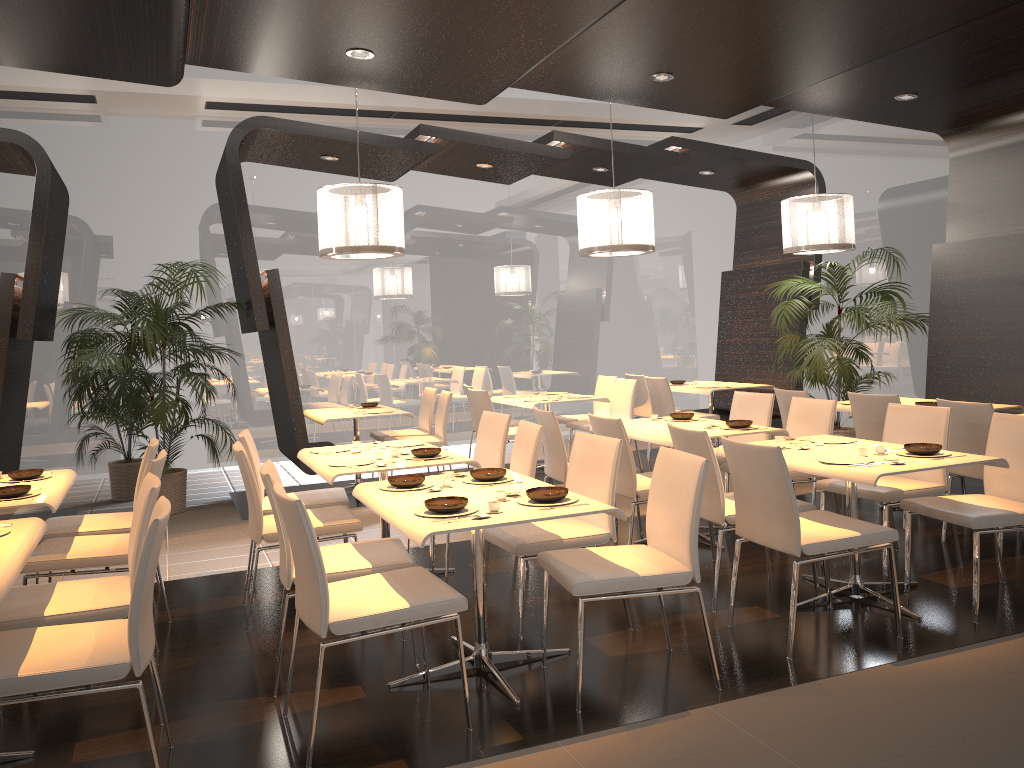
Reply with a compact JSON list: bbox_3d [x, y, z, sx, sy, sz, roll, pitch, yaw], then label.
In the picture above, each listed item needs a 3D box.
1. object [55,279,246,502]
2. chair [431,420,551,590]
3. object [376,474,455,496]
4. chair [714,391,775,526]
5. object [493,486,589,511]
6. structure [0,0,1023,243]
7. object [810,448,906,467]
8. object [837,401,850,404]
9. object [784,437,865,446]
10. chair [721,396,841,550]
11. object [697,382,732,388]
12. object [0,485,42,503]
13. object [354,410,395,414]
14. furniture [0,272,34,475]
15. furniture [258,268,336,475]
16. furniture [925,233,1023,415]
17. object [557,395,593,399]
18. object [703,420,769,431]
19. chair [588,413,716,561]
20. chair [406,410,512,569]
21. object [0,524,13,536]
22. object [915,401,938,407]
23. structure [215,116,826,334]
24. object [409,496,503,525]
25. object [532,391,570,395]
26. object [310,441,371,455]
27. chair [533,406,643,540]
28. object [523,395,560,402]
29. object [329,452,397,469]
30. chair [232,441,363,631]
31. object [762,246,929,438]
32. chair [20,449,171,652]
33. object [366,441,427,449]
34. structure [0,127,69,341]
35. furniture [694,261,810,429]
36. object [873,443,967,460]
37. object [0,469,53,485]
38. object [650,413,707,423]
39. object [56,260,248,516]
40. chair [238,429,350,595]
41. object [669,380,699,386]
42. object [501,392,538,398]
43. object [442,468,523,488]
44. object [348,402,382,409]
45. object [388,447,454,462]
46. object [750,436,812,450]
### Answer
[{"bbox_3d":[-3.493,0.018,8.209,1.559,2.062,1.507,-2,1,30],"label":"object"},{"bbox_3d":[-0.132,0.671,4.894,0.606,0.875,0.483,-3,0,-14],"label":"chair"},{"bbox_3d":[-0.428,0.433,3.898,0.304,0.044,0.365,-4,4,-23],"label":"object"},{"bbox_3d":[1.535,0.511,6.310,0.606,0.870,0.483,-3,0,-24],"label":"chair"},{"bbox_3d":[0.101,0.437,3.465,0.304,0.044,0.365,-4,4,-23],"label":"object"},{"bbox_3d":[-0.505,-1.188,4.375,10.674,1.738,2.900,-4,3,-22],"label":"structure"},{"bbox_3d":[1.606,0.338,4.069,0.335,0.038,0.377,-4,4,-28],"label":"object"},{"bbox_3d":[2.693,0.130,6.713,0.335,0.038,0.377,-4,4,-28],"label":"object"},{"bbox_3d":[1.662,0.293,4.771,0.335,0.038,0.376,-5,4,-33],"label":"object"},{"bbox_3d":[1.726,0.543,5.640,0.606,0.870,0.483,-3,0,-19],"label":"chair"},{"bbox_3d":[2.069,0.015,9.045,0.335,0.038,0.377,-4,4,-28],"label":"object"},{"bbox_3d":[-2.356,0.504,4.106,0.304,0.044,0.365,-4,4,-23],"label":"object"},{"bbox_3d":[-1.222,0.233,7.786,0.335,0.038,0.376,-5,4,-33],"label":"object"},{"bbox_3d":[-4.164,0.022,6.895,0.758,1.677,1.401,-2,1,-22],"label":"furniture"},{"bbox_3d":[-1.836,-0.135,7.826,0.758,1.677,1.401,-2,1,-22],"label":"furniture"},{"bbox_3d":[3.909,-0.277,6.098,0.758,1.675,2.900,-2,2,-22],"label":"furniture"},{"bbox_3d":[0.598,0.111,8.515,0.335,0.038,0.376,-5,4,-33],"label":"object"},{"bbox_3d":[1.382,0.255,5.538,0.304,0.044,0.365,-4,4,-23],"label":"object"},{"bbox_3d":[0.813,0.606,5.292,0.606,0.875,0.483,-3,0,-19],"label":"chair"},{"bbox_3d":[-0.322,0.636,5.563,0.606,0.870,0.483,-3,0,-24],"label":"chair"},{"bbox_3d":[-2.016,0.541,3.252,0.304,0.044,0.365,-4,4,-23],"label":"object"},{"bbox_3d":[2.944,0.150,6.165,0.304,0.044,0.365,-4,4,-23],"label":"object"},{"bbox_3d":[0.261,-1.480,8.707,5.940,1.730,1.400,-4,1,-22],"label":"structure"},{"bbox_3d":[-0.209,0.459,3.317,0.304,0.044,0.365,-4,4,-23],"label":"object"},{"bbox_3d":[0.383,0.085,9.093,0.335,0.038,0.376,-5,4,-33],"label":"object"},{"bbox_3d":[-1.016,0.380,5.241,0.335,0.038,0.377,-4,4,-28],"label":"object"},{"bbox_3d":[0.482,0.581,5.896,0.606,0.870,0.483,-3,0,-14],"label":"chair"},{"bbox_3d":[0.287,0.136,8.313,0.335,0.038,0.377,-4,4,-28],"label":"object"},{"bbox_3d":[-0.788,0.405,4.672,0.335,0.038,0.377,-4,4,-28],"label":"object"},{"bbox_3d":[-1.115,0.730,4.578,0.606,0.870,0.483,-3,0,-19],"label":"chair"},{"bbox_3d":[3.112,-0.271,8.281,1.505,2.062,1.561,-3,1,-9],"label":"object"},{"bbox_3d":[-1.951,0.790,4.190,0.606,0.870,0.483,-3,0,-14],"label":"chair"},{"bbox_3d":[-0.717,0.356,5.416,0.335,0.038,0.376,-5,4,-33],"label":"object"},{"bbox_3d":[-6.385,-1.032,6.049,5.940,1.730,1.400,-4,1,-22],"label":"structure"},{"bbox_3d":[2.482,-0.427,9.553,0.758,1.677,1.401,-2,1,-22],"label":"furniture"},{"bbox_3d":[1.913,0.314,4.207,0.304,0.044,0.365,-4,4,-23],"label":"object"},{"bbox_3d":[-2.587,0.480,4.651,0.304,0.044,0.365,-4,4,-23],"label":"object"},{"bbox_3d":[1.141,0.229,6.141,0.304,0.044,0.365,-4,4,-23],"label":"object"},{"bbox_3d":[-2.888,0.048,7.285,1.563,2.062,1.503,-3,1,-28],"label":"object"},{"bbox_3d":[-1.269,0.701,5.176,0.606,0.870,0.483,-3,0,-14],"label":"chair"},{"bbox_3d":[1.846,-0.014,9.621,0.304,0.044,0.365,-4,4,-23],"label":"object"},{"bbox_3d":[0.089,0.110,8.889,0.335,0.038,0.377,-4,4,-28],"label":"object"},{"bbox_3d":[-0.144,0.415,4.005,0.304,0.044,0.365,-4,4,-23],"label":"object"},{"bbox_3d":[-1.378,0.203,8.341,0.304,0.044,0.365,-4,4,-23],"label":"object"},{"bbox_3d":[-0.504,0.380,4.832,0.304,0.044,0.365,-4,4,-23],"label":"object"},{"bbox_3d":[1.379,0.314,4.639,0.335,0.038,0.377,-4,4,-28],"label":"object"}]
